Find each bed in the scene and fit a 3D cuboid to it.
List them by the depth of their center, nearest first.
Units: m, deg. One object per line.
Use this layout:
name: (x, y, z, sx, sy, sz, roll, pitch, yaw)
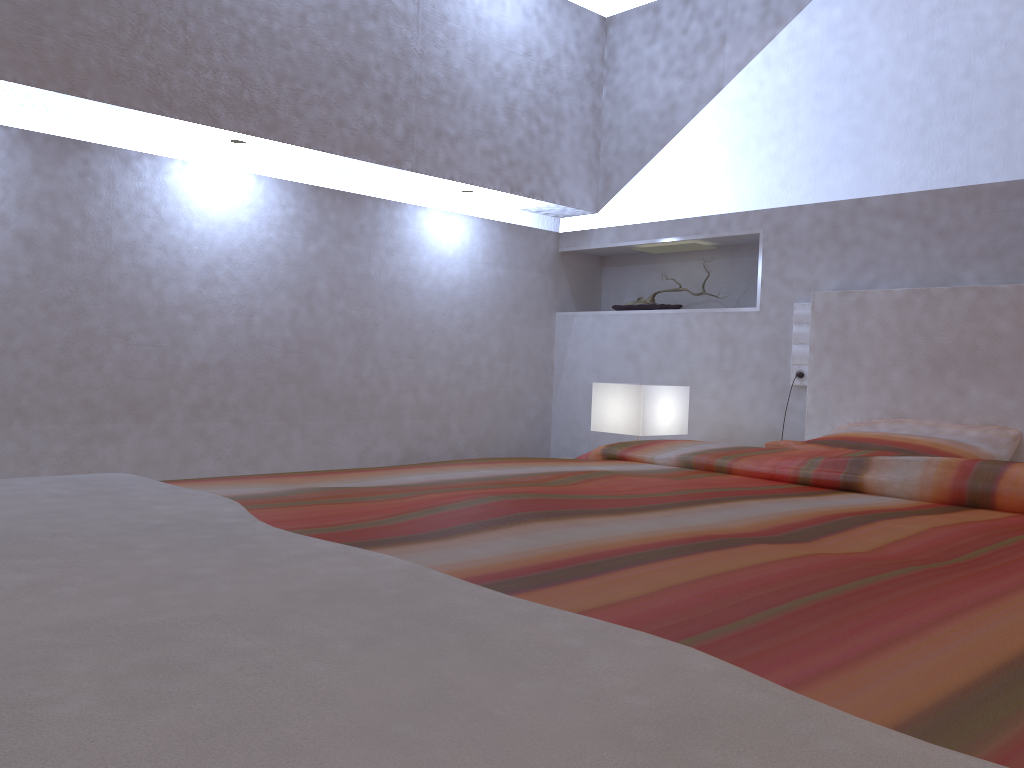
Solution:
bed: (0.498, 0.198, 1.403, 3.009, 0.994, 2.087, 1, 1, -43)

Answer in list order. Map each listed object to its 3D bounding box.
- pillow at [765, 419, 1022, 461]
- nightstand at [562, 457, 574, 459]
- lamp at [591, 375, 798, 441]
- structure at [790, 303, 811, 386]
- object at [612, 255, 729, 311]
pillow: (1.094, 0.193, 2.559, 0.492, 0.180, 0.572, 1, 1, -43)
nightstand: (0.205, 0.486, 3.167, 0.847, 0.329, 0.859, 1, 1, -43)
lamp: (0.612, 0.209, 3.137, 0.684, 0.515, 0.318, 2, 1, -14)
structure: (1.014, -0.137, 3.082, 0.034, 0.286, 0.077, 1, 1, -43)
object: (0.661, -0.419, 3.689, 0.183, 0.242, 0.589, 1, 1, -45)
